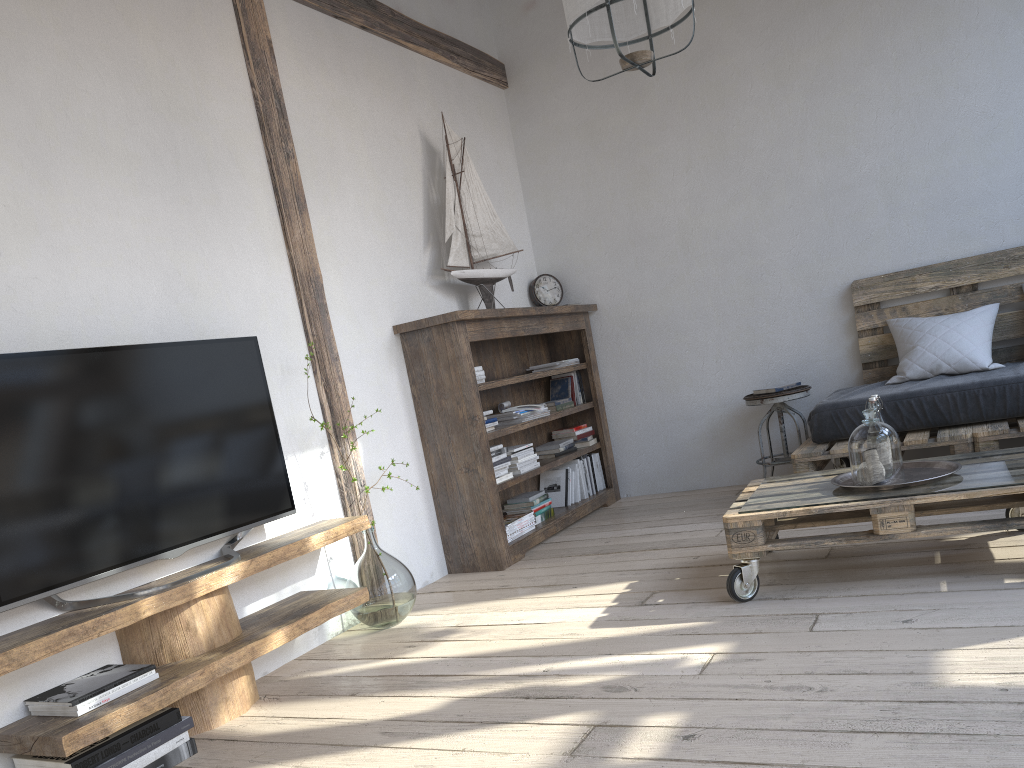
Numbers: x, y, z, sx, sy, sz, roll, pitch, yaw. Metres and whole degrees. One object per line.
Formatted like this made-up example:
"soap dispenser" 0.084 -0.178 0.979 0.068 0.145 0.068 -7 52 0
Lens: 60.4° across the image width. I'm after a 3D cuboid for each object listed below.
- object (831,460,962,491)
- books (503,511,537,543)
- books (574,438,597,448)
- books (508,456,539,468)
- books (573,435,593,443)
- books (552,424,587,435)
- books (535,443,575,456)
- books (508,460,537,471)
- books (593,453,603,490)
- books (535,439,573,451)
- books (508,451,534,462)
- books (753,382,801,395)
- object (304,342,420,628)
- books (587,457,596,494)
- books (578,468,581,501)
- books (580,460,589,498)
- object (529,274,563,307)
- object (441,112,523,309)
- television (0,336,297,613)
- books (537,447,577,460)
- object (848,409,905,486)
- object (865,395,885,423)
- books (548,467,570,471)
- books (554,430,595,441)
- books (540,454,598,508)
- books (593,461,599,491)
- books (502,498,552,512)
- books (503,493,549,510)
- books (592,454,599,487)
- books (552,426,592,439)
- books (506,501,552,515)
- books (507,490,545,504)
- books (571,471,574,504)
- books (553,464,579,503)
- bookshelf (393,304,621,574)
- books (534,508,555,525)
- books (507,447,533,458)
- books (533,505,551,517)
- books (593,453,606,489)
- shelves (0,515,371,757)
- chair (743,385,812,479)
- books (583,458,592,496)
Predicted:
"object" 1.251 0.301 2.874 0.388 0.022 0.397 -11 1 -42
"books" -0.048 0.707 4.308 0.239 0.089 0.311 -10 1 28
"books" 0.375 0.357 5.179 0.220 0.031 0.159 -11 1 21
"books" 0.016 0.401 4.494 0.158 0.017 0.215 -10 1 33
"books" 0.362 0.333 5.172 0.206 0.021 0.147 -11 1 17
"books" 0.339 0.267 5.190 0.144 0.019 0.198 -10 1 28
"books" 0.241 0.367 4.960 0.161 0.023 0.208 -10 1 28
"books" 0.010 0.420 4.482 0.158 0.017 0.216 -10 1 28
"books" 0.454 0.534 5.268 0.159 0.222 0.021 -8 8 28
"books" 0.239 0.344 4.959 0.153 0.024 0.224 -10 1 24
"books" 0.011 0.372 4.482 0.140 0.019 0.181 -10 1 28
"books" 1.390 0.022 4.616 0.202 0.021 0.150 -11 1 -33
"object" -0.560 0.379 3.481 0.276 1.135 0.506 -9 7 14
"books" 0.398 0.546 5.157 0.158 0.223 0.017 -8 8 28
"books" 0.321 0.580 5.008 0.140 0.186 0.064 -8 7 28
"books" 0.348 0.556 5.060 0.158 0.223 0.017 -8 8 28
"object" 0.204 -0.547 5.224 0.202 0.212 0.082 -13 7 -25
"object" -0.176 -0.843 4.432 0.141 1.005 0.775 -6 7 33
"television" -1.077 0.239 2.608 0.208 0.714 1.084 -7 4 28
"books" 0.244 0.391 4.956 0.153 0.024 0.224 -10 1 37
"object" 1.158 0.201 2.813 0.156 0.250 0.154 -11 6 -3
"object" 1.230 0.174 2.955 0.072 0.271 0.151 -7 7 28
"books" 0.250 0.582 4.955 0.158 0.208 0.105 -8 7 28
"books" 0.367 0.308 5.176 0.162 0.027 0.199 -10 1 36
"books" 0.312 0.550 5.053 0.203 0.251 0.404 -8 4 28
"books" 0.438 0.555 5.232 0.140 0.187 0.018 -8 8 28
"books" 0.080 0.634 4.617 0.175 0.013 0.226 -10 1 31
"books" 0.075 0.616 4.614 0.175 0.025 0.217 -11 1 23
"books" 0.428 0.539 5.257 0.159 0.222 0.021 -8 8 28
"books" 0.354 0.286 5.169 0.159 0.021 0.215 -10 1 32
"books" 0.091 0.650 4.605 0.159 0.021 0.221 -10 1 29
"books" 0.076 0.592 4.615 0.133 0.021 0.196 -10 1 27
"books" 0.286 0.590 4.951 0.140 0.177 0.092 -8 7 28
"books" 0.300 0.569 4.978 0.158 0.215 0.088 -8 7 28
"bookshelf" 0.091 0.214 4.647 0.350 1.188 1.595 -7 5 28
"books" 0.098 0.700 4.611 0.174 0.039 0.219 -10 1 28
"books" -0.012 0.359 4.501 0.158 0.017 0.215 -10 1 33
"books" 0.095 0.671 4.608 0.159 0.021 0.221 -11 1 24
"books" 0.468 0.531 5.291 0.158 0.223 0.035 -8 8 28
"shelves" -0.926 0.802 2.673 0.333 0.455 1.575 -8 2 28
"chair" 1.443 0.289 4.673 0.356 0.527 0.347 -7 6 32
"books" 0.375 0.551 5.125 0.159 0.222 0.021 -8 8 28
